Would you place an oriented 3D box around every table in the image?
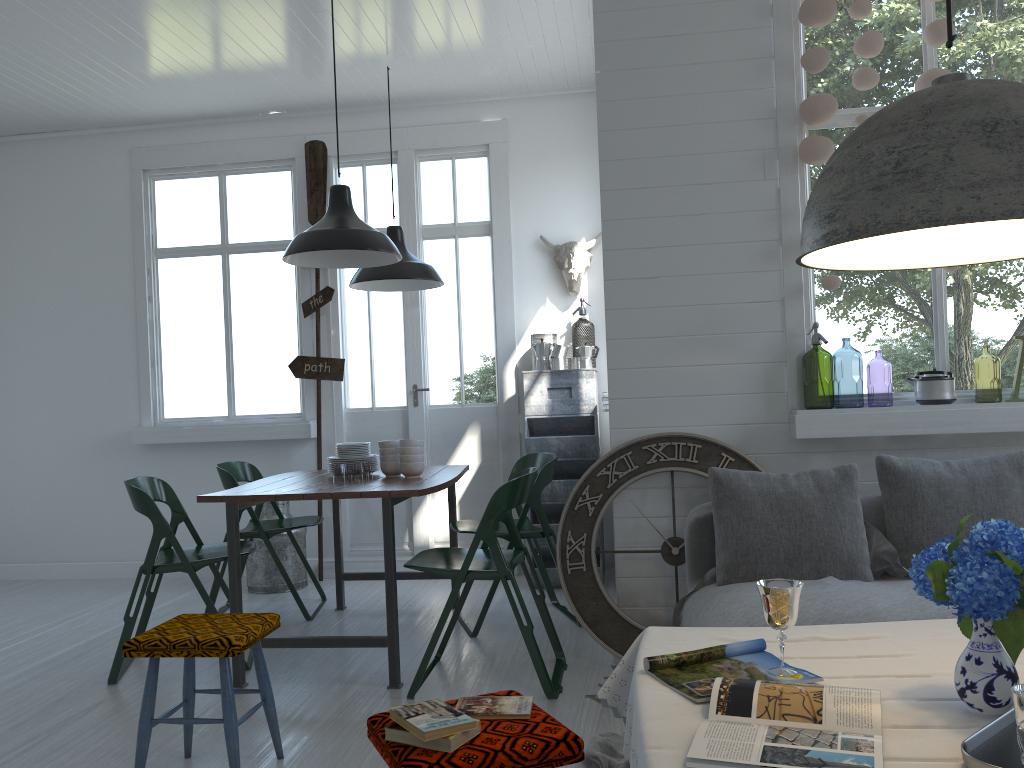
[{"bbox_3d":[0.971,0.964,1.727,1.670,0.725,1.327,-2,-1,8],"label":"table"},{"bbox_3d":[-0.865,0.986,4.995,1.171,0.929,1.695,-2,-1,5],"label":"table"}]

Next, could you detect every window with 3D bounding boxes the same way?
[{"bbox_3d":[-2.325,-0.745,7.086,1.482,2.398,0.254,-2,0,7],"label":"window"},{"bbox_3d":[2.029,-0.970,4.176,1.482,2.398,0.254,-2,0,7],"label":"window"}]

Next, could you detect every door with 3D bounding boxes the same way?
[{"bbox_3d":[-0.771,-0.262,6.891,1.610,3.480,0.254,-2,0,7],"label":"door"}]

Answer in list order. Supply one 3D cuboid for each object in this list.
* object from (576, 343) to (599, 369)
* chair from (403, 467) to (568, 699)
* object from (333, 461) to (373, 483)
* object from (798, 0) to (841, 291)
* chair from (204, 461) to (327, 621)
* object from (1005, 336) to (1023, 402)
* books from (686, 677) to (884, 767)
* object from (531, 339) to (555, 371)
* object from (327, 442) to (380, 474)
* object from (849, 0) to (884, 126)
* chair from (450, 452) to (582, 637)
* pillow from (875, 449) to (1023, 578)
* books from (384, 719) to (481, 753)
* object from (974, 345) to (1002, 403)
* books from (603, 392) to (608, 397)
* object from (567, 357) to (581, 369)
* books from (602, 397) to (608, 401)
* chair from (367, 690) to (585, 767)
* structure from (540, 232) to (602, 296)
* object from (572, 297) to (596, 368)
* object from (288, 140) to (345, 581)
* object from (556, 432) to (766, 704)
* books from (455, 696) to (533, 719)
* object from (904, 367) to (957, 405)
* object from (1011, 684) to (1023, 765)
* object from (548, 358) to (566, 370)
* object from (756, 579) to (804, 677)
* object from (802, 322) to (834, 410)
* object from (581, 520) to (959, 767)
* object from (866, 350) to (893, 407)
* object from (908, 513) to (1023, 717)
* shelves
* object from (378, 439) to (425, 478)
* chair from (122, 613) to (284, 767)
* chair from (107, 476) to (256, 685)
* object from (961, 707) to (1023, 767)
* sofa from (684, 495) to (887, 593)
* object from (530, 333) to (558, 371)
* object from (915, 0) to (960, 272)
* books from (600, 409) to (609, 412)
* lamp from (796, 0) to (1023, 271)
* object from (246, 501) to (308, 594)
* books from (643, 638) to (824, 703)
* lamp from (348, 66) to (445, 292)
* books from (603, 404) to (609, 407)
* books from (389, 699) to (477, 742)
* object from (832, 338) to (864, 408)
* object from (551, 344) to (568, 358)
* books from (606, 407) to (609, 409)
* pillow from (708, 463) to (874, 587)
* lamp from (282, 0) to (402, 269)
[{"bbox_3d":[0.542,-0.200,6.377,0.162,0.196,0.102,-2,0,-34],"label":"object"},{"bbox_3d":[-0.130,0.920,4.238,0.730,1.006,0.651,-2,0,7],"label":"chair"},{"bbox_3d":[-0.871,0.480,4.877,0.172,0.098,0.241,-2,-1,11],"label":"object"},{"bbox_3d":[1.465,-1.140,4.204,0.193,1.404,0.197,-2,0,-32],"label":"object"},{"bbox_3d":[-1.611,1.007,5.802,0.730,1.006,0.651,-2,0,-3],"label":"chair"},{"bbox_3d":[2.466,-0.074,4.101,0.330,0.311,0.052,-2,0,17],"label":"object"},{"bbox_3d":[0.503,0.597,1.594,0.300,0.049,0.422,-3,-1,22],"label":"books"},{"bbox_3d":[0.241,-0.209,6.488,0.205,0.249,0.130,-2,0,-2],"label":"object"},{"bbox_3d":[-0.921,0.440,5.149,0.306,0.195,0.300,-3,-1,43],"label":"object"},{"bbox_3d":[1.674,-1.469,4.176,0.150,1.088,0.152,-2,0,43],"label":"object"},{"bbox_3d":[0.006,0.934,5.337,0.730,1.006,0.651,-2,0,-13],"label":"chair"},{"bbox_3d":[1.901,0.553,3.753,0.641,0.520,0.280,-2,0,8],"label":"pillow"},{"bbox_3d":[-0.183,0.798,2.045,0.182,0.030,0.128,-3,-1,29],"label":"books"},{"bbox_3d":[2.218,-0.045,4.136,0.111,0.270,0.111,-2,0,25],"label":"object"},{"bbox_3d":[0.753,0.069,6.115,0.236,0.035,0.296,-2,-1,9],"label":"books"},{"bbox_3d":[0.467,-0.147,6.478,0.108,0.096,0.129,-2,-1,-33],"label":"object"},{"bbox_3d":[0.778,0.097,6.101,0.262,0.028,0.320,-3,-1,17],"label":"books"},{"bbox_3d":[-0.089,1.095,2.129,0.419,0.562,0.419,-2,0,-23],"label":"chair"},{"bbox_3d":[0.459,-0.909,6.691,0.491,0.471,0.189,-2,0,10],"label":"structure"},{"bbox_3d":[0.535,-0.373,6.648,0.172,0.552,0.171,-2,0,32],"label":"object"},{"bbox_3d":[-1.481,-0.217,6.852,0.413,3.421,0.361,-2,0,40],"label":"object"},{"bbox_3d":[0.792,0.801,4.182,1.111,1.138,0.585,-2,0,-8],"label":"object"},{"bbox_3d":[-0.045,0.804,2.206,0.189,0.012,0.133,-2,-1,5],"label":"books"},{"bbox_3d":[1.983,0.010,4.174,0.186,0.174,0.208,-2,-1,-12],"label":"object"},{"bbox_3d":[0.840,0.542,1.391,0.095,0.119,0.095,-3,0,31],"label":"object"},{"bbox_3d":[0.332,-0.142,6.421,0.129,0.096,0.108,-3,-1,37],"label":"object"},{"bbox_3d":[0.574,0.519,1.889,0.098,0.192,0.098,-2,0,27],"label":"object"},{"bbox_3d":[1.452,-0.088,4.210,0.136,0.415,0.136,-2,0,4],"label":"object"},{"bbox_3d":[1.137,0.955,3.385,1.684,0.924,1.213,-2,-1,-42],"label":"object"},{"bbox_3d":[1.734,-0.024,4.187,0.111,0.270,0.111,-2,0,25],"label":"object"},{"bbox_3d":[0.891,0.427,1.678,0.236,0.377,0.265,-2,0,9],"label":"object"},{"bbox_3d":[0.385,0.661,6.408,0.513,1.515,0.679,-2,0,7],"label":"shelves"},{"bbox_3d":[-0.617,0.414,4.969,0.309,0.216,0.149,-3,-1,40],"label":"object"},{"bbox_3d":[-1.100,1.154,3.210,0.419,0.562,0.419,-2,0,7],"label":"chair"},{"bbox_3d":[-1.743,0.994,4.735,0.730,1.006,0.651,-2,0,-13],"label":"chair"},{"bbox_3d":[1.034,0.559,1.446,0.651,0.092,0.399,-1,-1,-41],"label":"object"},{"bbox_3d":[2.251,0.883,2.203,3.394,0.899,3.407,-2,-1,7],"label":"sofa"},{"bbox_3d":[0.246,-0.231,6.668,0.205,0.290,0.205,-2,0,9],"label":"object"},{"bbox_3d":[1.999,-1.234,4.141,0.200,1.426,0.196,-2,0,18],"label":"object"},{"bbox_3d":[0.730,0.167,5.766,0.232,0.017,0.313,-3,-1,22],"label":"books"},{"bbox_3d":[0.823,-1.284,1.717,0.600,2.044,0.601,-2,0,-22],"label":"lamp"},{"bbox_3d":[-1.752,1.156,6.588,0.450,0.725,0.450,-2,0,-13],"label":"object"},{"bbox_3d":[0.469,0.610,1.902,0.300,0.043,0.229,-2,-1,-19],"label":"books"},{"bbox_3d":[-0.815,-1.418,6.047,0.650,1.499,0.650,-2,0,-38],"label":"lamp"},{"bbox_3d":[0.739,0.133,5.768,0.250,0.014,0.311,-3,-1,13],"label":"books"},{"bbox_3d":[-0.185,0.771,2.049,0.133,0.022,0.189,-2,-1,-32],"label":"books"},{"bbox_3d":[1.594,-0.051,4.211,0.137,0.335,0.137,-2,0,14],"label":"object"},{"bbox_3d":[0.348,-0.234,6.415,0.129,0.126,0.108,-2,0,-1],"label":"object"},{"bbox_3d":[0.731,0.150,5.771,0.232,0.017,0.307,-2,-1,5],"label":"books"},{"bbox_3d":[1.172,0.610,3.751,0.639,0.521,0.278,-2,0,7],"label":"pillow"},{"bbox_3d":[-0.961,-1.432,4.877,0.650,1.499,0.650,-2,0,4],"label":"lamp"}]
